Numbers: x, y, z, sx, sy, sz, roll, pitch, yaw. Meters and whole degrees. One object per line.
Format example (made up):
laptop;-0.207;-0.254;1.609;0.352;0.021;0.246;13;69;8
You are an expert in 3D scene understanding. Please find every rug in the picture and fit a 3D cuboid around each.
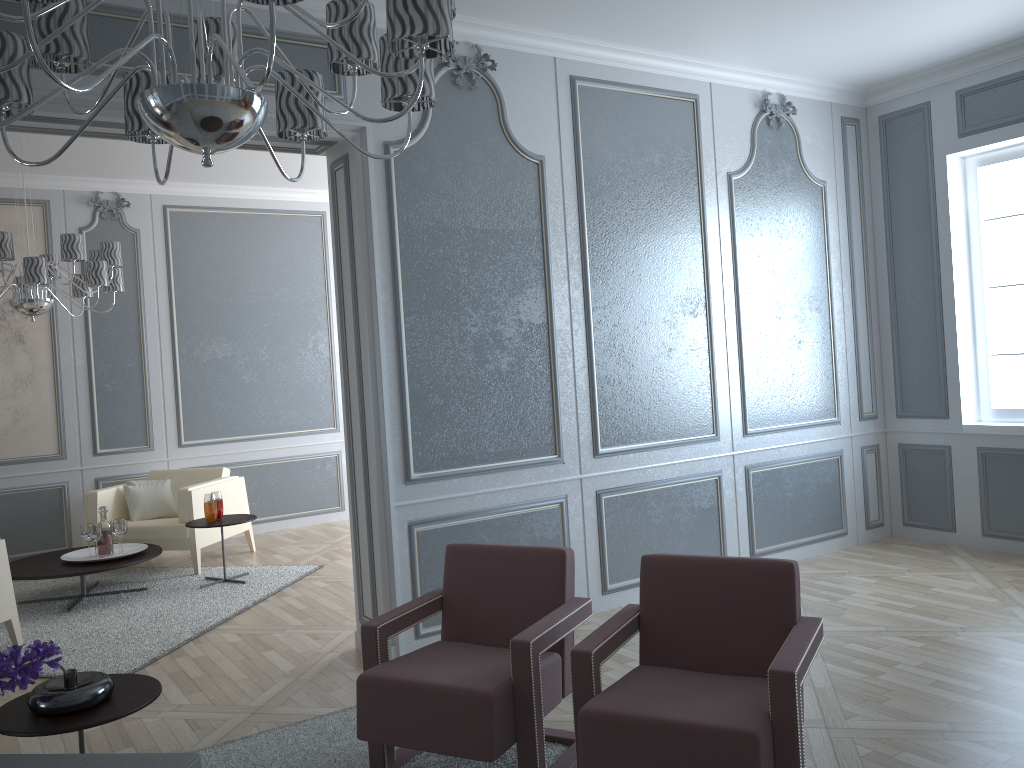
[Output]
rug;-2.396;1.255;4.914;2.000;0.010;2.001;-3;1;12
rug;-0.234;1.196;1.547;2.019;0.010;3.203;-4;2;-33

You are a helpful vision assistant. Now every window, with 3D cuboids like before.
window;3.109;-0.542;4.493;0.349;1.581;1.599;-4;1;-33

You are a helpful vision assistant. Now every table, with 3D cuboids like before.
table;-1.748;1.016;5.372;0.414;0.385;0.414;-3;1;15
table;-2.514;1.141;5.196;0.883;0.239;0.882;-4;2;-35
table;-1.146;1.038;2.372;0.414;0.385;0.414;-3;1;45

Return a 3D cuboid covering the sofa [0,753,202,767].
sofa;-1.247;0.934;1.018;0.810;0.668;2.205;-3;1;7

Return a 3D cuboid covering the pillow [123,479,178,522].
pillow;-2.466;0.794;6.049;0.312;0.245;0.163;-4;1;-38

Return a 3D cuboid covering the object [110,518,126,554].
object;-2.350;0.907;5.295;0.080;0.196;0.080;-3;1;40

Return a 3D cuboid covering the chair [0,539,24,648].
chair;-2.844;0.999;3.977;0.855;0.620;0.737;-3;1;12

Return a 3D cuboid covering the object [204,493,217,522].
object;-1.819;0.745;5.350;0.075;0.165;0.075;-4;1;-43

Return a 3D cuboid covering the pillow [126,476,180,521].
pillow;-2.472;0.793;6.138;0.351;0.276;0.184;-4;1;-27

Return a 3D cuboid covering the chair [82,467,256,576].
chair;-2.340;0.919;6.049;0.855;0.620;0.737;-3;1;12

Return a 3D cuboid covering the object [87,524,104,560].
object;-2.410;0.915;5.132;0.080;0.196;0.080;-4;1;-30

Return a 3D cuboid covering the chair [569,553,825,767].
chair;0.489;0.819;2.336;0.576;0.620;0.606;-3;1;27

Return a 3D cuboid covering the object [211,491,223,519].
object;-1.810;0.742;5.436;0.075;0.165;0.075;-3;1;17

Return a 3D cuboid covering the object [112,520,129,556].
object;-2.305;0.906;5.225;0.080;0.196;0.080;-3;1;40

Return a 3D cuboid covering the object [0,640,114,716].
object;-1.227;0.742;2.261;0.206;0.221;0.425;-3;1;27

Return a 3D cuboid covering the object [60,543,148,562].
object;-2.391;0.999;5.212;0.468;0.028;0.468;-4;1;-20

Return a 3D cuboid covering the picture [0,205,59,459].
picture;-3.770;-0.342;5.955;1.200;1.751;0.001;-4;0;-33

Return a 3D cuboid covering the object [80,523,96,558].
object;-2.481;0.918;5.200;0.080;0.196;0.080;-3;1;40

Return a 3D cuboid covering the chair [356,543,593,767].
chair;-0.118;0.849;2.686;0.576;0.620;0.606;-3;1;27

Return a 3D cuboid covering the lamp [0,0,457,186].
lamp;-0.614;-0.966;1.667;0.977;1.119;0.976;-4;1;-44

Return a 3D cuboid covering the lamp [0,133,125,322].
lamp;-2.750;-0.909;5.011;0.977;1.119;0.976;-4;1;-44

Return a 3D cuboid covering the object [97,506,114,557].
object;-2.401;0.865;5.223;0.086;0.290;0.086;-4;0;-12
